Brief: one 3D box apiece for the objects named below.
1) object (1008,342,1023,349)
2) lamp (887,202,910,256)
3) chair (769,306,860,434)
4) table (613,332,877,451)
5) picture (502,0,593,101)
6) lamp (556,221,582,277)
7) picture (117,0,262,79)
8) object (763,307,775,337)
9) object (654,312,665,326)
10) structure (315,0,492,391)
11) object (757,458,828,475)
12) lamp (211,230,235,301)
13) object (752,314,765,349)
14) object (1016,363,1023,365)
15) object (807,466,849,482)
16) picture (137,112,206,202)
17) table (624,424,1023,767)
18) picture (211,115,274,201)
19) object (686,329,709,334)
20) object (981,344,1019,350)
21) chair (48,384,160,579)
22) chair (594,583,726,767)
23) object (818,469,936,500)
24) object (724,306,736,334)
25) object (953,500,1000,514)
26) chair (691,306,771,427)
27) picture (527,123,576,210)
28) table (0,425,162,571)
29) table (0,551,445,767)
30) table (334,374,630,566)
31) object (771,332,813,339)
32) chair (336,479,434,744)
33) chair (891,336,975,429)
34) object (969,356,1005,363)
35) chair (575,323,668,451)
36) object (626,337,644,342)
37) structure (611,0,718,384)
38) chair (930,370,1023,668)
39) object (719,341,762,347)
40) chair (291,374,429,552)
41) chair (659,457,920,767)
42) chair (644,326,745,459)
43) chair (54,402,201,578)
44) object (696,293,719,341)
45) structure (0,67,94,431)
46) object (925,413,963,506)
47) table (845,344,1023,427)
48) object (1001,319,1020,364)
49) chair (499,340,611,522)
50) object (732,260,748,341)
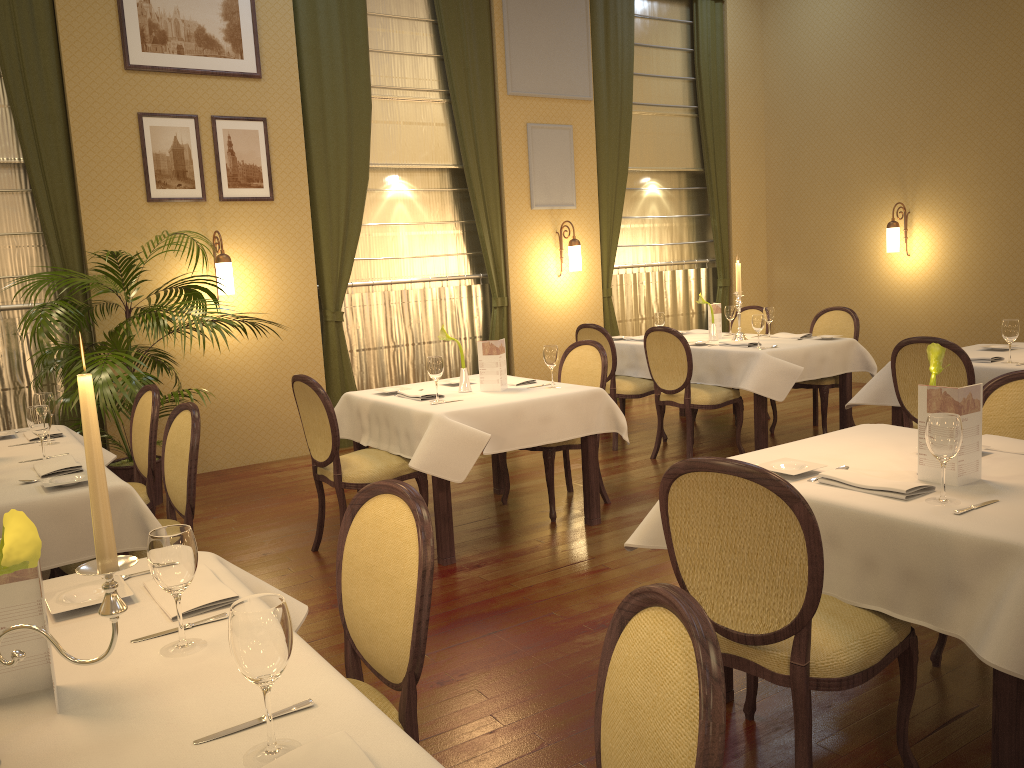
[{"bbox_3d":[3.106,-0.226,5.278,0.142,0.024,0.273,-8,9,-33],"label":"object"},{"bbox_3d":[3.670,-1.468,8.440,0.323,0.513,0.114,-11,11,-44],"label":"lamp"},{"bbox_3d":[2.342,-0.095,6.788,0.571,0.955,0.530,-8,9,-33],"label":"chair"},{"bbox_3d":[1.620,0.021,6.950,1.385,0.759,2.152,-8,9,-33],"label":"table"},{"bbox_3d":[0.337,-3.156,8.084,0.966,1.057,0.027,-8,9,-33],"label":"picture"},{"bbox_3d":[0.501,-1.251,8.200,0.114,0.513,0.323,-11,11,-44],"label":"lamp"},{"bbox_3d":[-2.314,-2.763,6.340,0.966,1.057,0.027,-8,9,-33],"label":"picture"},{"bbox_3d":[1.972,-0.475,6.806,0.088,0.229,0.088,-1,8,14],"label":"object"},{"bbox_3d":[1.153,-0.442,6.912,0.088,0.229,0.088,-1,8,14],"label":"object"},{"bbox_3d":[-0.932,-1.813,7.578,1.900,4.511,0.134,-8,9,-33],"label":"structure"},{"bbox_3d":[0.841,0.259,2.687,0.160,0.024,0.160,-8,9,-33],"label":"object"},{"bbox_3d":[-2.147,-0.858,6.456,0.114,0.513,0.323,-11,11,-44],"label":"lamp"},{"bbox_3d":[1.695,-0.362,6.099,0.088,0.229,0.088,-1,8,14],"label":"object"},{"bbox_3d":[2.700,-0.112,4.651,0.185,0.010,0.017,-8,9,-32],"label":"object"},{"bbox_3d":[0.936,0.266,2.628,0.181,0.015,0.038,-8,9,-32],"label":"object"},{"bbox_3d":[-2.437,-1.624,6.372,0.412,0.619,0.022,-8,9,-33],"label":"picture"},{"bbox_3d":[1.302,0.619,2.720,1.389,0.759,1.395,-8,9,-32],"label":"table"},{"bbox_3d":[-2.015,-1.687,6.650,0.412,0.619,0.022,-8,9,-33],"label":"picture"},{"bbox_3d":[1.617,-0.442,7.489,0.142,0.024,0.273,-8,9,-33],"label":"object"},{"bbox_3d":[2.891,-0.212,5.262,0.160,0.024,0.160,-8,9,-33],"label":"object"},{"bbox_3d":[-1.924,0.509,4.187,0.571,0.955,0.530,-8,9,-33],"label":"chair"},{"bbox_3d":[0.009,0.796,1.268,0.571,0.955,0.530,-4,8,-8],"label":"chair"},{"bbox_3d":[1.016,0.275,2.481,0.142,0.033,0.273,-8,9,-33],"label":"object"},{"bbox_3d":[1.782,-0.524,7.244,0.088,0.229,0.088,-1,8,14],"label":"object"},{"bbox_3d":[1.174,0.307,2.241,0.185,0.010,0.017,-8,9,-32],"label":"object"},{"bbox_3d":[1.873,-0.163,7.484,0.571,0.955,0.530,-8,9,-33],"label":"chair"},{"bbox_3d":[0.375,-2.012,8.221,0.512,0.769,0.027,-8,9,-33],"label":"picture"},{"bbox_3d":[-2.205,0.697,3.635,1.385,0.759,2.152,-8,9,-33],"label":"table"},{"bbox_3d":[-0.702,0.916,1.402,1.385,0.759,2.152,-8,9,-33],"label":"table"},{"bbox_3d":[-0.199,0.400,4.951,1.389,0.759,1.395,-8,9,-32],"label":"table"},{"bbox_3d":[2.103,-0.363,6.675,0.142,0.033,0.273,-8,9,-33],"label":"object"},{"bbox_3d":[-0.448,0.731,1.939,0.571,0.955,0.530,-8,9,-33],"label":"chair"},{"bbox_3d":[2.303,0.202,4.638,0.571,0.955,0.530,-8,9,-33],"label":"chair"},{"bbox_3d":[2.542,-0.144,4.891,0.142,0.033,0.273,-8,9,-33],"label":"object"},{"bbox_3d":[0.816,-0.015,6.849,0.571,0.955,0.530,-8,9,-33],"label":"chair"},{"bbox_3d":[1.054,-0.360,7.102,0.142,0.033,0.273,-8,9,-33],"label":"object"},{"bbox_3d":[1.486,-2.171,9.171,1.898,4.511,0.137,-8,9,-33],"label":"structure"},{"bbox_3d":[1.753,0.459,2.989,0.530,0.955,0.571,2,10,36],"label":"chair"},{"bbox_3d":[1.624,-0.286,6.320,0.142,0.033,0.273,-8,9,-33],"label":"object"},{"bbox_3d":[-0.791,0.392,4.559,0.571,0.955,0.530,-8,9,-33],"label":"chair"},{"bbox_3d":[0.703,0.610,2.334,0.571,0.955,0.530,-11,11,-43],"label":"chair"},{"bbox_3d":[1.246,0.048,6.210,0.571,0.955,0.530,-8,9,-33],"label":"chair"},{"bbox_3d":[-1.483,0.581,3.473,0.571,0.955,0.530,-8,9,-33],"label":"chair"},{"bbox_3d":[1.497,-0.518,6.786,0.163,0.375,0.076,-5,8,-11],"label":"object"},{"bbox_3d":[-3.838,-1.383,5.671,1.942,4.511,0.123,-8,9,-33],"label":"structure"},{"bbox_3d":[1.115,0.193,2.291,0.088,0.229,0.088,-2,8,9],"label":"object"},{"bbox_3d":[3.108,0.237,4.739,1.385,0.759,2.152,-8,9,-33],"label":"table"},{"bbox_3d":[2.641,-0.225,4.701,0.088,0.229,0.088,-1,8,14],"label":"object"},{"bbox_3d":[0.267,0.244,5.194,0.571,0.955,0.530,-8,9,-33],"label":"chair"},{"bbox_3d":[1.711,-0.655,6.691,0.131,0.655,0.390,0,8,22],"label":"object"}]
